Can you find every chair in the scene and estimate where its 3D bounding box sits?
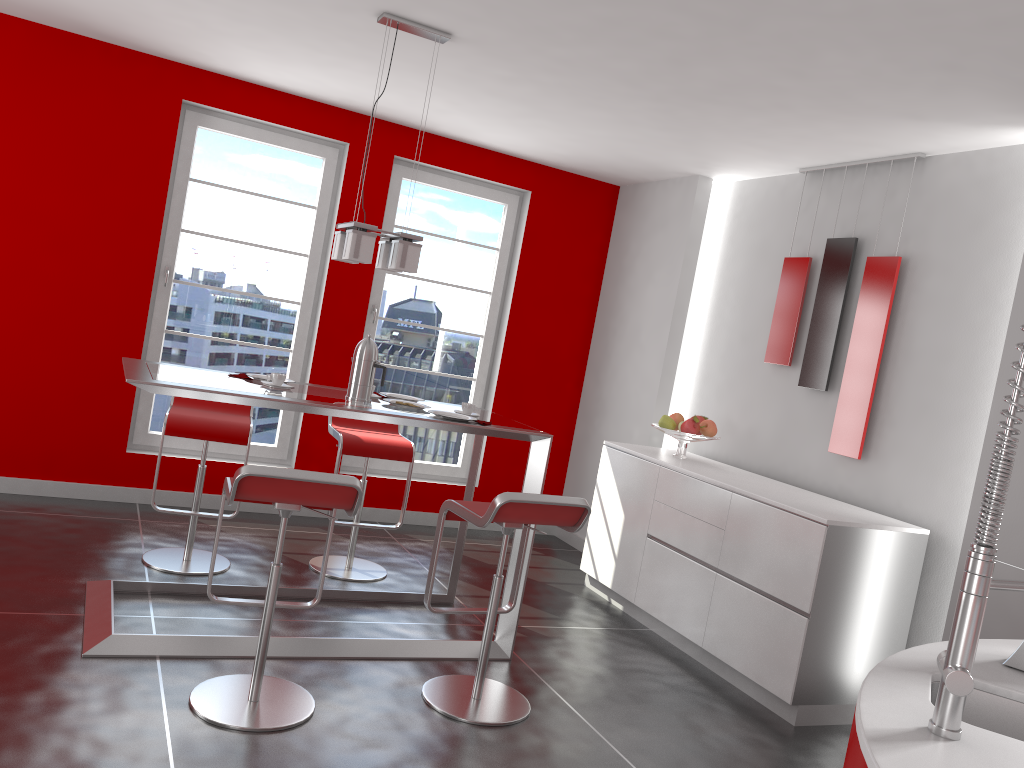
[{"bbox_3d":[-1.541,0.459,4.392,0.418,0.857,0.460,9,3,-18],"label":"chair"},{"bbox_3d":[-0.050,0.786,3.335,0.418,0.857,0.460,9,3,-30],"label":"chair"},{"bbox_3d":[-0.811,0.572,4.764,0.418,0.857,0.460,9,3,-23],"label":"chair"},{"bbox_3d":[-0.799,0.668,2.982,0.418,0.857,0.460,9,3,-21],"label":"chair"}]

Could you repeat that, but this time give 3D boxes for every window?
[{"bbox_3d":[-1.708,-0.571,5.538,0.938,2.038,0.117,9,3,-25],"label":"window"},{"bbox_3d":[-0.548,-0.388,6.095,0.938,2.038,0.117,9,3,-25],"label":"window"}]

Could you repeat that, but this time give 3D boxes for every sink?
[{"bbox_3d":[0.949,0.709,1.580,0.428,0.172,0.326,12,3,26],"label":"sink"}]

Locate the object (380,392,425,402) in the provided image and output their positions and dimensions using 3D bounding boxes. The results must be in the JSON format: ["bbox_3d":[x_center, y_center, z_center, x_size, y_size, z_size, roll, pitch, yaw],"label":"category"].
[{"bbox_3d":[-0.520,0.066,4.193,0.217,0.015,0.217,13,4,40],"label":"object"}]

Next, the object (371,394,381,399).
[{"bbox_3d":[-0.655,0.052,4.000,0.119,0.016,0.119,9,3,-28],"label":"object"}]

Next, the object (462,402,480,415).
[{"bbox_3d":[-0.191,0.114,3.982,0.078,0.049,0.062,9,3,-26],"label":"object"}]

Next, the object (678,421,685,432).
[{"bbox_3d":[0.995,0.253,5.081,0.086,0.079,0.084,10,3,3],"label":"object"}]

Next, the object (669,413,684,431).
[{"bbox_3d":[0.955,0.220,5.153,0.096,0.105,0.117,11,3,4],"label":"object"}]

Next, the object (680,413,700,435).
[{"bbox_3d":[0.994,0.226,4.960,0.097,0.133,0.117,8,4,-36],"label":"object"}]

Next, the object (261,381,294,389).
[{"bbox_3d":[-0.987,0.006,3.726,0.119,0.016,0.119,7,4,-45],"label":"object"}]

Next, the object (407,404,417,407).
[{"bbox_3d":[-0.437,0.094,3.874,0.034,0.006,0.036,8,4,-37],"label":"object"}]

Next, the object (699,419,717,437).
[{"bbox_3d":[1.115,0.252,5.007,0.097,0.101,0.121,13,4,43],"label":"object"}]

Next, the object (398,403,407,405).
[{"bbox_3d":[-0.478,0.086,3.872,0.036,0.006,0.034,10,3,-2],"label":"object"}]

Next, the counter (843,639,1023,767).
[{"bbox_3d":[1.376,1.139,1.350,1.868,0.880,2.865,11,3,8],"label":"counter"}]

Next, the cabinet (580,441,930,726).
[{"bbox_3d":[1.112,0.920,4.598,0.610,0.880,1.802,9,3,-25],"label":"cabinet"}]

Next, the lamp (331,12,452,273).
[{"bbox_3d":[-0.502,-1.008,3.772,0.304,1.025,0.304,9,3,-25],"label":"lamp"}]

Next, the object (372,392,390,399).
[{"bbox_3d":[-0.645,0.048,4.136,0.095,0.012,0.234,9,3,-27],"label":"object"}]

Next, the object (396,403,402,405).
[{"bbox_3d":[-0.498,0.089,3.869,0.034,0.006,0.036,10,3,-4],"label":"object"}]

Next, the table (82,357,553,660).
[{"bbox_3d":[-0.836,0.544,3.832,1.700,1.000,0.800,9,3,-25],"label":"table"}]

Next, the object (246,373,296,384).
[{"bbox_3d":[-1.068,-0.020,3.923,0.217,0.015,0.217,10,3,-1],"label":"object"}]

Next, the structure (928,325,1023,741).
[{"bbox_3d":[0.837,0.123,1.379,0.178,0.920,0.308,11,3,18],"label":"structure"}]

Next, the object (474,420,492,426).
[{"bbox_3d":[-0.126,0.160,3.804,0.095,0.012,0.234,9,3,-25],"label":"object"}]

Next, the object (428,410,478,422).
[{"bbox_3d":[-0.252,0.138,3.750,0.217,0.015,0.217,11,3,11],"label":"object"}]

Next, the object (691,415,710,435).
[{"bbox_3d":[1.074,0.230,5.127,0.117,0.129,0.150,12,3,22],"label":"object"}]

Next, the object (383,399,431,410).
[{"bbox_3d":[-0.462,0.092,3.900,0.217,0.015,0.217,11,3,12],"label":"object"}]

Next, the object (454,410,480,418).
[{"bbox_3d":[-0.202,0.136,3.980,0.119,0.016,0.119,10,3,-6],"label":"object"}]

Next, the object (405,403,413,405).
[{"bbox_3d":[-0.455,0.088,3.912,0.036,0.006,0.034,11,3,12],"label":"object"}]

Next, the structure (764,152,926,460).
[{"bbox_3d":[1.664,-0.419,4.649,0.040,1.503,0.820,9,3,-25],"label":"structure"}]

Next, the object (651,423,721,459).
[{"bbox_3d":[0.975,0.343,5.058,0.398,0.159,0.398,12,3,24],"label":"object"}]

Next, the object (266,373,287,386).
[{"bbox_3d":[-0.990,-0.019,3.725,0.078,0.049,0.062,10,3,-3],"label":"object"}]

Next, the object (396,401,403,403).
[{"bbox_3d":[-0.495,0.081,3.909,0.034,0.006,0.036,10,3,-13],"label":"object"}]

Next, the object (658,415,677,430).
[{"bbox_3d":[0.883,0.221,5.024,0.100,0.086,0.083,12,3,24],"label":"object"}]

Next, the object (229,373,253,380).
[{"bbox_3d":[-1.193,-0.038,3.866,0.095,0.012,0.234,9,3,-27],"label":"object"}]

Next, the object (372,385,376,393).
[{"bbox_3d":[-0.658,0.027,4.001,0.078,0.049,0.062,11,3,15],"label":"object"}]

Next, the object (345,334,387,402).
[{"bbox_3d":[-0.621,-0.071,3.819,0.149,0.287,0.113,9,3,-17],"label":"object"}]

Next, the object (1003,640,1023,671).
[{"bbox_3d":[1.145,0.528,1.888,0.137,0.178,0.091,13,4,38],"label":"object"}]
